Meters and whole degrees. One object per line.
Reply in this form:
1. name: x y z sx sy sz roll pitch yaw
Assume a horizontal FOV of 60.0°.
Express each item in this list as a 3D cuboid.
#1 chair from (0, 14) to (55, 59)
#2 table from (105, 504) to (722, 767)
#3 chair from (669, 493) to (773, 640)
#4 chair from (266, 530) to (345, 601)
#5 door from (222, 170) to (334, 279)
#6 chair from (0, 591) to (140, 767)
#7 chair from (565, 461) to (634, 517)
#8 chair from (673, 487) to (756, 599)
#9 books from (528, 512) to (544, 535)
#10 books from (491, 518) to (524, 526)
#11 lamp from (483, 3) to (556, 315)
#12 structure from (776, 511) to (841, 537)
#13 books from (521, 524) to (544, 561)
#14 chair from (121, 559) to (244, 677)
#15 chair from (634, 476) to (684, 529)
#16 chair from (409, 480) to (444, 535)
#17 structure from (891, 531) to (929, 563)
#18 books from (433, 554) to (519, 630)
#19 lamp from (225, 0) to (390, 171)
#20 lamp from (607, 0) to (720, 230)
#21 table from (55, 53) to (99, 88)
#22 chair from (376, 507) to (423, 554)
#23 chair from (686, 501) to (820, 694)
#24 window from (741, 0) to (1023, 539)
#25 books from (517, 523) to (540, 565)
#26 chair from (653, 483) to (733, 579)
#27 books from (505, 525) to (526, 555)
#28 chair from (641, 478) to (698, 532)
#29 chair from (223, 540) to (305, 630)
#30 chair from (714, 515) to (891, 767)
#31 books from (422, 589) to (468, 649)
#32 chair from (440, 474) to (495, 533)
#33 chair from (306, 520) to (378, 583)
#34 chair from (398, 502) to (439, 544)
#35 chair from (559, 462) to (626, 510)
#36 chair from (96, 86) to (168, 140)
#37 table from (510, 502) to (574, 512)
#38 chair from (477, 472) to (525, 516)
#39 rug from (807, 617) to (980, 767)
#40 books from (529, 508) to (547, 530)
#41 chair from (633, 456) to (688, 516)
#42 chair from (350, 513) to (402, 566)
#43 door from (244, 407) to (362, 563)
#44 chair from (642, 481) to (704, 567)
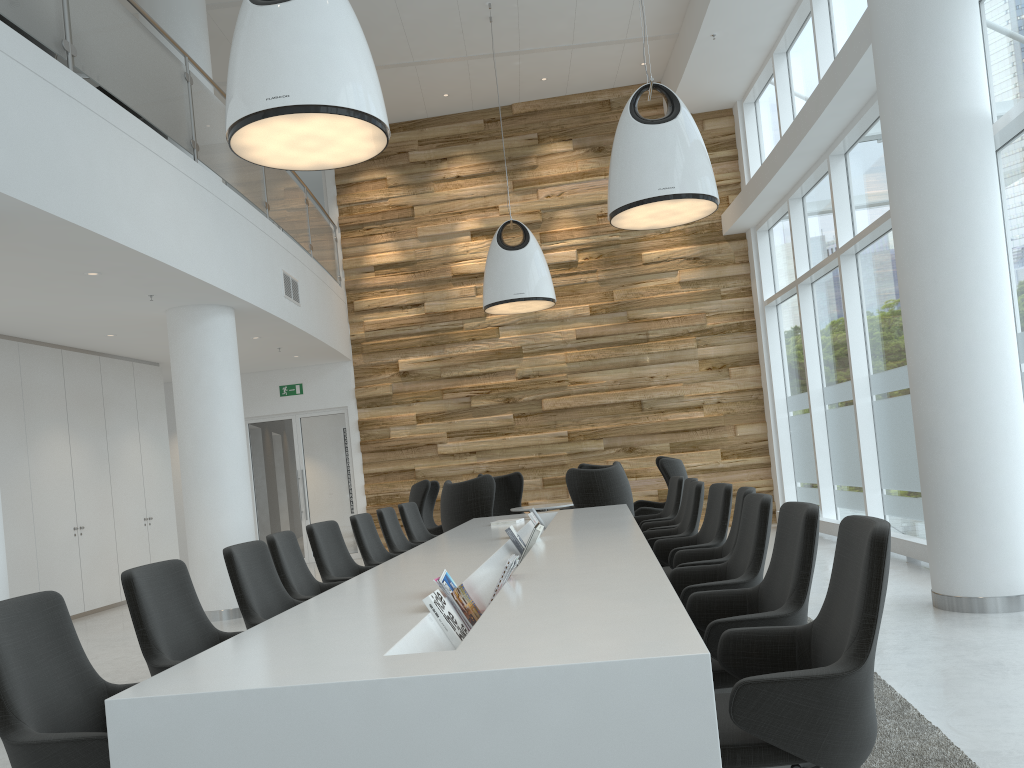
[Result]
1. chair: -3.753 -2.412 6.247 0.913 1.150 0.920 -5 -3 -7
2. table: 0.080 1.344 5.400 1.501 0.737 6.573 -6 -5 5
3. chair: 0.957 1.026 4.176 0.674 0.964 0.687 -6 -3 5
4. chair: -1.042 1.310 5.091 0.674 0.964 0.687 -6 -3 0
5. door: -3.719 -2.291 14.148 1.807 2.397 0.132 -6 -1 8
6. chair: -1.207 1.105 2.670 0.674 0.964 0.687 -6 -3 0
7. chair: 0.875 1.428 9.482 0.912 1.150 0.922 -4 -3 -35
8. chair: 1.093 1.081 4.928 0.675 0.964 0.686 -6 -3 10
9. books: 0.223 1.220 7.707 0.139 0.222 0.162 -6 -3 6
10. books: -0.038 1.160 7.460 0.224 0.026 0.264 -7 -5 15
11. lamp: -0.086 -2.721 10.644 0.888 3.640 0.882 -7 -2 44
12. structure: 3.751 1.766 11.085 0.150 0.213 2.698 -6 -5 1
13. books: 0.125 1.025 5.611 0.158 0.241 0.353 -6 -4 5
14. chair: -1.155 1.180 3.545 0.674 0.964 0.687 -6 -3 5
15. chair: 1.315 1.353 8.132 0.674 0.964 0.687 -6 -3 0
16. chair: -0.761 1.700 10.663 0.916 1.150 0.917 -5 -3 -5
17. structure: 3.598 1.492 7.928 0.150 0.213 2.697 -6 -5 4
18. books: -0.116 0.879 3.681 0.231 0.274 0.597 -7 -5 26
19. lamp: -1.289 -3.126 4.909 0.881 3.640 0.888 -4 -2 -39
20. lamp: 1.028 -3.156 7.115 0.882 3.640 0.888 -4 -2 -41
21. table: -3.624 -2.146 7.065 0.798 0.753 0.803 -2 -5 -45
22. chair: -0.779 1.499 7.442 0.674 0.964 0.687 -6 -3 5
23. chair: 0.887 0.958 3.360 0.674 0.964 0.687 -6 -3 5
24. window: -16.614 0.860 11.580 30.759 6.127 63.228 -1 -7 -45
25. books: 0.105 1.008 5.594 0.139 0.229 0.357 -6 -4 5
26. chair: 1.150 1.148 5.711 0.674 0.964 0.687 -6 -3 0
27. books: 0.047 1.068 5.957 0.153 0.238 0.191 -6 -3 5
28. chair: 1.262 1.278 7.257 0.674 0.964 0.687 -6 -3 5
29. chair: -1.031 1.241 4.350 0.674 0.964 0.687 -6 -3 5
30. chair: 0.804 0.893 2.550 0.675 0.964 0.686 -6 -3 10
31. books: -0.226 0.856 3.194 0.143 0.226 0.204 -6 -3 4
32. chair: -0.294 1.558 9.623 0.917 1.150 0.917 -7 -3 25
33. chair: -0.985 1.376 5.874 0.675 0.964 0.686 -6 -3 10
34. chair: -0.697 1.565 8.252 0.675 0.964 0.686 -6 -3 10
35. chair: 1.079 1.593 11.503 0.917 1.150 0.917 -7 -3 25
36. chair: -3.563 -2.276 7.946 0.913 1.150 0.920 -6 -3 -4
37. table: 0.411 1.795 10.536 0.802 0.695 0.799 -8 -4 30
38. chair: -0.076 1.718 11.612 0.912 1.150 0.922 -4 -3 -35
39. rug: -0.002 1.756 5.744 3.941 0.010 13.482 -6 -5 6
40. books: 0.249 1.241 8.044 0.153 0.240 0.183 -6 -3 6
41. chair: 1.639 1.441 10.456 0.916 1.150 0.917 -5 -3 -5
42. chair: -0.849 1.431 6.626 0.674 0.964 0.687 -6 -3 5
43. door: -3.325 1.644 14.061 1.807 2.397 0.132 -6 -1 8
44. chair: 1.139 1.216 6.452 0.674 0.964 0.687 -6 -3 5
